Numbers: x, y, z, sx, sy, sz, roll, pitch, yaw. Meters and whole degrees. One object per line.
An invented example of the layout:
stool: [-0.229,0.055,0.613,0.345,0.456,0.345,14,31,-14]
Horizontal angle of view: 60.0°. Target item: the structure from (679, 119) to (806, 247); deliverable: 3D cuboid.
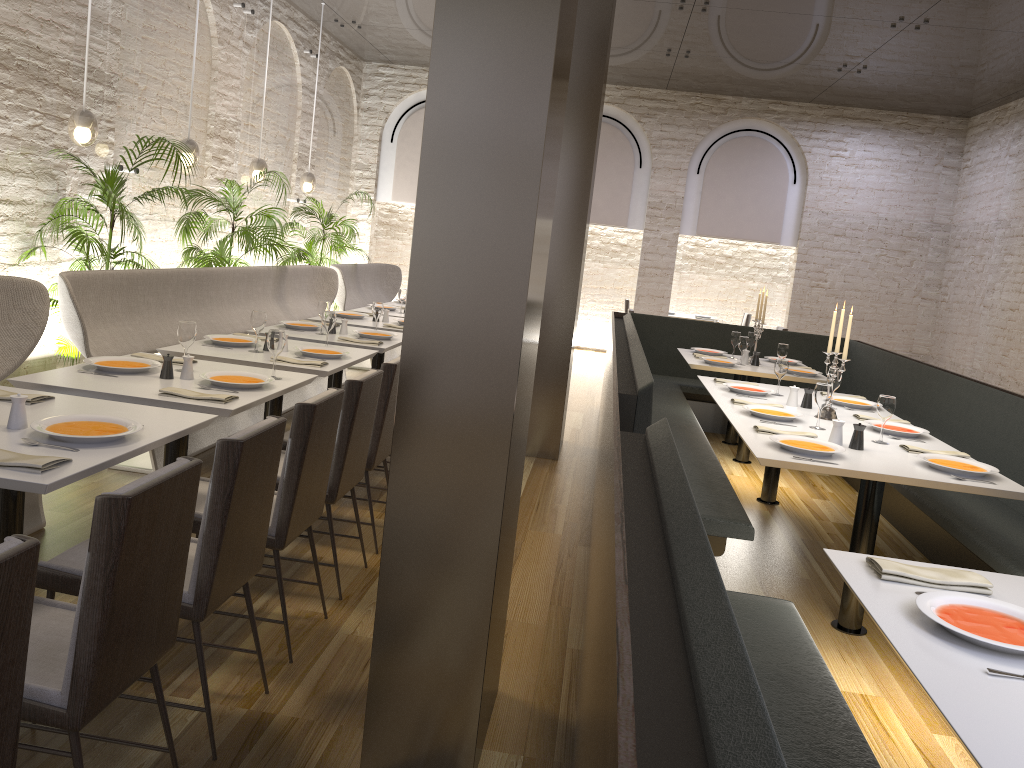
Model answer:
structure: [3.242,-2.829,12.301,1.634,1.667,0.098,7,7,6]

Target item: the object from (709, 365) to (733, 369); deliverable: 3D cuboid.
object: [1.609,-0.133,6.813,0.185,0.010,0.017,7,8,6]

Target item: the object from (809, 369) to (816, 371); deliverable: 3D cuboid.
object: [2.323,-0.120,7.223,0.273,0.033,0.143,7,9,6]

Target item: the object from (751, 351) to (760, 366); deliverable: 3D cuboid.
object: [1.989,-0.208,7.226,0.069,0.126,0.069,0,9,-42]

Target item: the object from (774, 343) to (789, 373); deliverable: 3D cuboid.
object: [2.082,-0.196,6.846,0.086,0.230,0.086,12,9,41]

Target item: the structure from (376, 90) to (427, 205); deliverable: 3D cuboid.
structure: [-1.084,-3.384,12.731,1.634,1.667,0.098,7,7,6]

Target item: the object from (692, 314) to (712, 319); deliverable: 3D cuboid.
object: [2.856,-1.003,13.246,0.323,0.036,0.322,14,11,40]

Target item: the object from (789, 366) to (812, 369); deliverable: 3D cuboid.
object: [2.341,-0.141,7.375,0.273,0.033,0.143,7,9,6]

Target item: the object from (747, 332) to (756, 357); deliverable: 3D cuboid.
object: [2.097,-0.338,7.774,0.086,0.230,0.086,3,7,-24]

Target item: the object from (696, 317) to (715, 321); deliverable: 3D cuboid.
object: [2.814,-0.946,12.891,0.273,0.033,0.143,7,9,6]

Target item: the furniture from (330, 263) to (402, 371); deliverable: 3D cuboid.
furniture: [-1.539,-0.827,10.399,0.707,1.092,2.597,7,8,5]

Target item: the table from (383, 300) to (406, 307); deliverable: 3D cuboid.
table: [-0.890,-0.466,9.649,0.936,0.756,1.015,7,8,5]

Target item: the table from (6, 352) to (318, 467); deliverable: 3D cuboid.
table: [-1.522,0.342,3.995,0.936,0.756,1.015,7,8,5]

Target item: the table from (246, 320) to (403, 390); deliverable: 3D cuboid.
table: [-1.265,0.013,6.294,0.936,0.756,1.015,7,8,5]

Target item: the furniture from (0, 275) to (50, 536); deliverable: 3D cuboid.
furniture: [-2.459,0.348,2.175,0.709,1.092,4.497,7,9,5]

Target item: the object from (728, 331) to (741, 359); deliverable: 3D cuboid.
object: [1.911,-0.333,7.605,0.086,0.230,0.086,12,9,41]

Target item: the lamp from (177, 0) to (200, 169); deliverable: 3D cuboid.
lamp: [-2.458,-2.703,6.894,0.177,2.031,0.178,5,7,-9]

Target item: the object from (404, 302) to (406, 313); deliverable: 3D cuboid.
object: [-0.999,-0.731,8.444,0.059,0.109,0.059,13,9,41]

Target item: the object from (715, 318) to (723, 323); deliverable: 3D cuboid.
object: [2.159,-0.569,9.304,0.087,0.230,0.086,11,8,35]

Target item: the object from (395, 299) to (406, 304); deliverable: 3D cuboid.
object: [-1.115,-0.889,9.631,0.323,0.036,0.322,14,12,42]

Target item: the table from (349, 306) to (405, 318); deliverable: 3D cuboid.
table: [-1.012,-0.310,8.558,0.936,0.756,1.015,7,8,5]

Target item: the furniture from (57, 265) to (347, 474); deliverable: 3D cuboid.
furniture: [-1.946,-0.307,6.764,0.709,1.092,4.497,7,9,5]

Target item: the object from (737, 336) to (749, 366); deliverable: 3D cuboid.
object: [1.861,-0.269,7.156,0.086,0.230,0.086,12,9,41]

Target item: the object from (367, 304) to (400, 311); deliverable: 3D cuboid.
object: [-1.237,-0.733,8.540,0.323,0.036,0.322,14,12,42]

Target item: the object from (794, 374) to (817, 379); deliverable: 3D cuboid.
object: [2.243,-0.058,6.772,0.181,0.015,0.038,8,9,7]

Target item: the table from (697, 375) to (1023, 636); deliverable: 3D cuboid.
table: [1.642,0.563,4.868,1.101,0.756,2.550,7,9,5]

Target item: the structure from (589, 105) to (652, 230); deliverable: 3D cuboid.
structure: [1.149,-3.098,12.509,1.634,1.667,0.098,7,7,6]

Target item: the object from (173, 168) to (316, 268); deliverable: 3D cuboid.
object: [-2.522,-0.993,7.968,1.145,1.965,1.194,0,10,-43]

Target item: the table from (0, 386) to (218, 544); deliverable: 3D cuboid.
table: [-1.648,0.502,2.875,0.936,0.756,1.015,7,8,5]

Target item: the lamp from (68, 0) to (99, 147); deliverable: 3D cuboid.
lamp: [-2.613,-2.505,5.507,0.178,2.031,0.178,10,7,26]

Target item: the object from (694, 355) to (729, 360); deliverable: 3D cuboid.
object: [1.645,-0.208,7.296,0.273,0.033,0.143,7,9,6]

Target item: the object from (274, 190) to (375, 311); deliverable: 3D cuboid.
object: [-2.234,-1.339,10.402,1.144,1.965,1.195,5,7,-14]

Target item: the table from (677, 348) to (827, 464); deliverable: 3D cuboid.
table: [1.924,0.202,7.396,1.101,0.756,1.194,7,8,5]

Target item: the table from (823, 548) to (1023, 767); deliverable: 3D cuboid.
table: [1.234,1.084,1.224,1.101,0.756,2.550,7,9,5]

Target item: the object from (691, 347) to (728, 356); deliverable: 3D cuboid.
object: [1.723,-0.277,7.752,0.322,0.036,0.323,7,9,1]

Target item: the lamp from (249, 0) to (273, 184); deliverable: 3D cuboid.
lamp: [-2.302,-2.903,8.294,0.177,2.031,0.179,5,7,-15]

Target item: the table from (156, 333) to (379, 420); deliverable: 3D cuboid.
table: [-1.394,0.177,5.146,0.936,0.756,1.015,7,8,5]

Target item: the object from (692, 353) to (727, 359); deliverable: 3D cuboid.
object: [1.662,-0.229,7.449,0.273,0.033,0.143,7,9,6]

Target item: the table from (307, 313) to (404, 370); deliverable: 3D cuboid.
table: [-1.136,-0.152,7.452,0.936,0.756,1.015,7,8,5]

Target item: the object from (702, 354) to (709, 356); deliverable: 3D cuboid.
object: [1.694,-0.243,7.579,0.185,0.010,0.017,7,8,6]

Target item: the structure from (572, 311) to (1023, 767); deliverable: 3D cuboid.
structure: [1.500,0.669,3.296,2.373,0.996,10.799,7,9,5]

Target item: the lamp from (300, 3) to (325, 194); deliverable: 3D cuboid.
lamp: [-2.148,-3.100,9.666,0.177,2.031,0.179,5,7,-15]

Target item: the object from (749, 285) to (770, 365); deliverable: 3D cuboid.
object: [2.041,-0.492,7.325,0.132,0.654,0.391,8,7,16]

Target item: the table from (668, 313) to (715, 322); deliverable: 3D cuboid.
table: [2.550,-0.649,13.318,0.936,0.756,1.015,7,8,5]

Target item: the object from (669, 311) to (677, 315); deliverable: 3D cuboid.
object: [2.325,-1.072,13.300,0.323,0.036,0.322,14,11,40]

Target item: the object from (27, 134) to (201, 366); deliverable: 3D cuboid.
object: [-2.742,-0.708,5.979,1.149,1.965,1.189,12,9,36]

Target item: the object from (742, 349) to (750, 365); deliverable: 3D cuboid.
object: [1.912,-0.221,7.257,0.069,0.126,0.069,0,9,-42]
